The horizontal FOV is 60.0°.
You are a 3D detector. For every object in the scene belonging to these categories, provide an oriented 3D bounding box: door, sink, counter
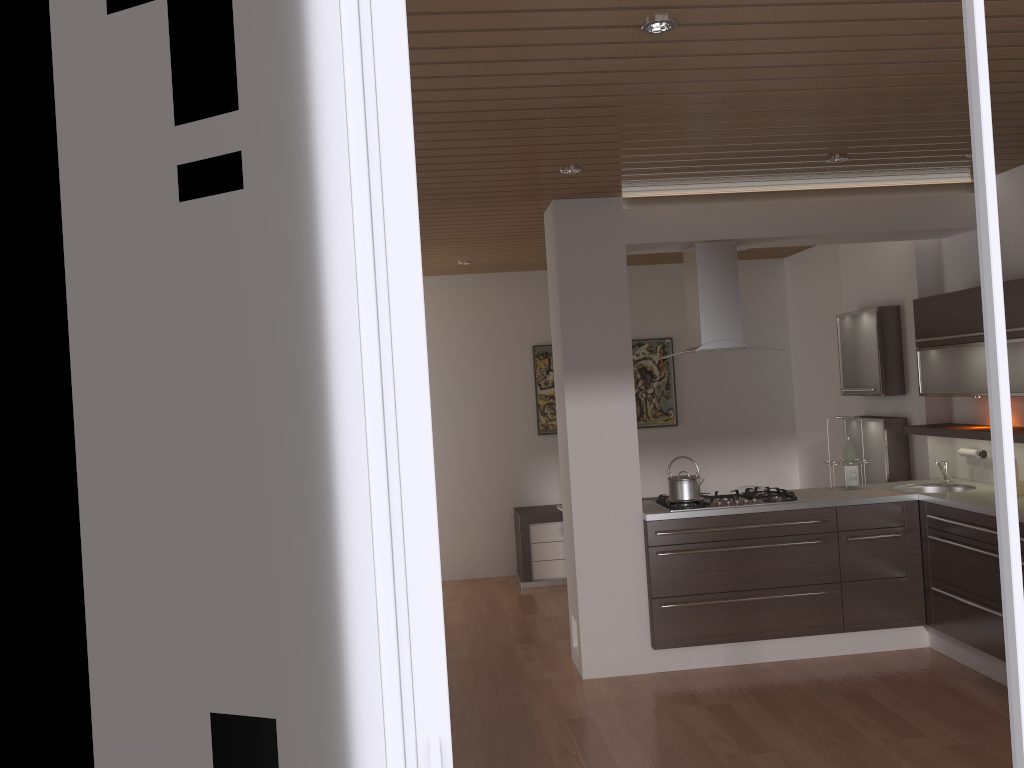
[{"bbox_3d":[0.911,0.248,1.624,2.300,2.700,0.101,-4,0,-5],"label":"door"},{"bbox_3d":[2.521,0.638,5.320,0.450,0.347,0.494,-4,0,1],"label":"sink"},{"bbox_3d":[1.846,0.675,4.688,2.150,0.036,1.850,-4,0,-5],"label":"counter"}]

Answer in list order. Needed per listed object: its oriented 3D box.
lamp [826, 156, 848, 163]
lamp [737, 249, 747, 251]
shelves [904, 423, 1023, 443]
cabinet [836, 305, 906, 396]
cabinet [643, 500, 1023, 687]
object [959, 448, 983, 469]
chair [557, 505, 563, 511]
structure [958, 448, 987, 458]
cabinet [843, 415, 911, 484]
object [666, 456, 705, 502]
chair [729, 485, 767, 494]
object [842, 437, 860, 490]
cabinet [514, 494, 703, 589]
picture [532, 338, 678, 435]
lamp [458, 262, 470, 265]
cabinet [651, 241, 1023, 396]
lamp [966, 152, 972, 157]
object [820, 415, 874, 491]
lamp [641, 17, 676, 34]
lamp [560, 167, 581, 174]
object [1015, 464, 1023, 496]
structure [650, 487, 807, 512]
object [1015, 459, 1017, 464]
[{"bbox_3d":[1.627,-1.147,4.445,0.102,0.055,0.102,-3,0,-33],"label":"lamp"},{"bbox_3d":[1.907,-1.143,7.379,0.102,0.055,0.102,-4,0,12],"label":"lamp"},{"bbox_3d":[2.750,0.273,4.773,0.313,0.050,1.850,-4,0,-5],"label":"shelves"},{"bbox_3d":[2.430,-0.213,6.187,0.172,0.600,0.619,-3,0,-19],"label":"cabinet"},{"bbox_3d":[1.874,1.127,4.684,2.150,0.870,1.850,-4,0,-5],"label":"cabinet"},{"bbox_3d":[2.781,0.451,5.375,0.053,0.119,0.165,-4,0,-5],"label":"object"},{"bbox_3d":[0.630,1.226,5.955,0.608,0.847,0.491,-4,0,0],"label":"chair"},{"bbox_3d":[2.805,0.416,5.363,0.087,0.049,0.237,-4,0,-5],"label":"structure"},{"bbox_3d":[2.535,0.532,6.205,0.194,0.600,0.598,-4,0,-5],"label":"cabinet"},{"bbox_3d":[0.994,0.543,5.132,0.221,0.251,0.221,-4,0,-12],"label":"object"},{"bbox_3d":[1.547,1.170,6.225,0.608,0.847,0.491,-3,-1,-35],"label":"chair"},{"bbox_3d":[2.078,0.486,5.449,0.091,0.319,0.091,-4,0,30],"label":"object"},{"bbox_3d":[0.899,1.341,7.684,1.740,0.608,0.540,-4,0,-5],"label":"cabinet"},{"bbox_3d":[0.842,0.019,7.973,1.277,0.801,0.018,-4,0,-5],"label":"picture"},{"bbox_3d":[-0.390,-1.000,7.174,0.102,0.055,0.102,-3,0,-22],"label":"lamp"},{"bbox_3d":[1.871,-0.405,4.757,2.058,1.032,1.399,-4,0,-1],"label":"cabinet"},{"bbox_3d":[2.367,-1.193,4.511,0.102,0.055,0.102,-4,0,23],"label":"lamp"},{"bbox_3d":[2.074,0.422,5.503,0.291,0.453,0.210,-4,0,0],"label":"object"},{"bbox_3d":[0.434,-1.085,2.633,0.102,0.055,0.102,-3,0,-22],"label":"lamp"},{"bbox_3d":[0.284,-1.063,4.325,0.102,0.055,0.102,-3,0,-22],"label":"lamp"},{"bbox_3d":[2.725,0.517,4.849,0.100,0.170,0.173,-4,0,7],"label":"object"},{"bbox_3d":[1.266,0.675,5.271,0.797,0.047,0.494,-4,0,-5],"label":"structure"},{"bbox_3d":[2.718,0.500,4.801,0.042,0.192,0.040,-4,-1,43],"label":"object"}]
